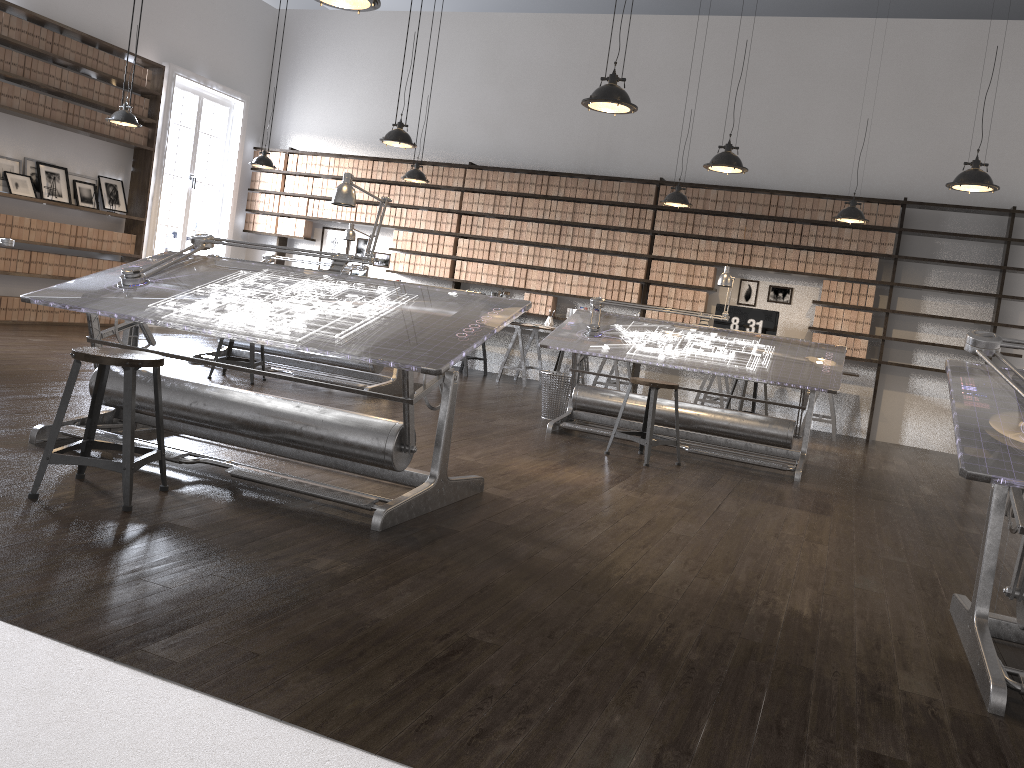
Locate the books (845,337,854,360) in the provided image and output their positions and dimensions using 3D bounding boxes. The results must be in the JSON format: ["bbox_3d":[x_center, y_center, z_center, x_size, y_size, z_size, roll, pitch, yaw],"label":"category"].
[{"bbox_3d":[3.462,-0.362,9.091,0.067,0.225,0.174,9,4,21],"label":"books"}]

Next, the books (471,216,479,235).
[{"bbox_3d":[-0.412,-1.878,10.593,0.067,0.225,0.174,9,4,20],"label":"books"}]

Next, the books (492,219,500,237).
[{"bbox_3d":[-0.155,-1.832,10.487,0.067,0.225,0.174,9,4,20],"label":"books"}]

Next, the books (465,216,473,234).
[{"bbox_3d":[-0.483,-1.890,10.615,0.067,0.225,0.174,9,4,21],"label":"books"}]

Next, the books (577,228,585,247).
[{"bbox_3d":[0.814,-1.662,10.121,0.067,0.225,0.174,9,4,20],"label":"books"}]

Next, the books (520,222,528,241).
[{"bbox_3d":[0.163,-1.777,10.372,0.067,0.225,0.174,9,4,21],"label":"books"}]

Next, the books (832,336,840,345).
[{"bbox_3d":[3.335,-0.384,9.137,0.067,0.225,0.174,9,4,21],"label":"books"}]

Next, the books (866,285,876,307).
[{"bbox_3d":[3.654,-0.887,9.023,0.067,0.225,0.174,9,4,21],"label":"books"}]

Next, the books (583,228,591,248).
[{"bbox_3d":[0.874,-1.651,10.091,0.067,0.225,0.174,9,4,21],"label":"books"}]

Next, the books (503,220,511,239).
[{"bbox_3d":[-0.035,-1.811,10.444,0.067,0.225,0.174,9,4,21],"label":"books"}]

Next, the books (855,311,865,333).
[{"bbox_3d":[3.557,-0.626,9.056,0.067,0.225,0.174,9,4,21],"label":"books"}]

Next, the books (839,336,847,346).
[{"bbox_3d":[3.395,-0.374,9.112,0.067,0.225,0.174,9,4,20],"label":"books"}]

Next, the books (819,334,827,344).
[{"bbox_3d":[3.214,-0.405,9.181,0.067,0.225,0.174,9,4,20],"label":"books"}]

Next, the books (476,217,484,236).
[{"bbox_3d":[-0.348,-1.867,10.563,0.067,0.225,0.174,9,4,20],"label":"books"}]

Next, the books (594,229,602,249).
[{"bbox_3d":[0.995,-1.630,10.048,0.067,0.225,0.174,9,4,20],"label":"books"}]

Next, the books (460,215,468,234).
[{"bbox_3d":[-0.550,-1.902,10.646,0.067,0.225,0.174,9,4,20],"label":"books"}]

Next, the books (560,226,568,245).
[{"bbox_3d":[0.618,-1.697,10.197,0.067,0.225,0.174,9,4,21],"label":"books"}]

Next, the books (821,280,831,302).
[{"bbox_3d":[3.251,-0.958,9.180,0.067,0.225,0.174,9,4,21],"label":"books"}]

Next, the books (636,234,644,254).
[{"bbox_3d":[1.443,-1.551,9.877,0.067,0.225,0.174,9,4,21],"label":"books"}]

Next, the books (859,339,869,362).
[{"bbox_3d":[3.584,-0.340,9.038,0.067,0.225,0.174,9,4,21],"label":"books"}]

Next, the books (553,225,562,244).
[{"bbox_3d":[0.546,-1.709,10.218,0.067,0.225,0.174,9,4,20],"label":"books"}]

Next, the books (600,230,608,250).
[{"bbox_3d":[1.061,-1.618,10.021,0.067,0.225,0.174,9,4,21],"label":"books"}]

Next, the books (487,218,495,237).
[{"bbox_3d":[-0.216,-1.844,10.517,0.067,0.225,0.174,9,4,21],"label":"books"}]

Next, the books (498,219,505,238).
[{"bbox_3d":[-0.092,-1.822,10.468,0.067,0.225,0.174,9,4,21],"label":"books"}]

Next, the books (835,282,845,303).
[{"bbox_3d":[3.380,-0.935,9.126,0.067,0.225,0.174,9,4,20],"label":"books"}]

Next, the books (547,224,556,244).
[{"bbox_3d":[0.480,-1.721,10.250,0.067,0.225,0.174,9,4,21],"label":"books"}]

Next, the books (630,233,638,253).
[{"bbox_3d":[1.383,-1.561,9.895,0.067,0.225,0.174,9,4,20],"label":"books"}]

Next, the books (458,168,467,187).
[{"bbox_3d":[-0.576,-2.465,10.656,0.067,0.225,0.174,9,4,21],"label":"books"}]

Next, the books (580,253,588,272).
[{"bbox_3d":[0.843,-1.377,10.107,0.067,0.225,0.174,9,4,20],"label":"books"}]

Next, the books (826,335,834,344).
[{"bbox_3d":[3.277,-0.395,9.161,0.067,0.225,0.174,9,4,21],"label":"books"}]

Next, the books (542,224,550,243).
[{"bbox_3d":[0.419,-1.732,10.271,0.067,0.225,0.174,9,4,20],"label":"books"}]

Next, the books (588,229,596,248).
[{"bbox_3d":[0.937,-1.640,10.072,0.067,0.225,0.174,9,4,20],"label":"books"}]

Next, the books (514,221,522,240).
[{"bbox_3d":[0.098,-1.788,10.395,0.067,0.225,0.174,9,4,21],"label":"books"}]

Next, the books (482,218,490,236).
[{"bbox_3d":[-0.281,-1.855,10.542,0.067,0.225,0.174,9,4,21],"label":"books"}]

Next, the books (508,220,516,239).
[{"bbox_3d":[0.032,-1.800,10.417,0.067,0.225,0.174,9,4,20],"label":"books"}]

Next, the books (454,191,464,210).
[{"bbox_3d":[-0.621,-2.193,10.671,0.067,0.225,0.174,9,4,20],"label":"books"}]

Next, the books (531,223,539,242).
[{"bbox_3d":[0.292,-1.754,10.315,0.067,0.225,0.174,9,4,20],"label":"books"}]

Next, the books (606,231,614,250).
[{"bbox_3d":[1.128,-1.607,9.999,0.067,0.225,0.174,9,4,20],"label":"books"}]

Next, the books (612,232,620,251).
[{"bbox_3d":[1.193,-1.595,9.976,0.067,0.225,0.174,9,4,20],"label":"books"}]

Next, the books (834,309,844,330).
[{"bbox_3d":[3.370,-0.659,9.127,0.067,0.225,0.174,9,4,21],"label":"books"}]

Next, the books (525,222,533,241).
[{"bbox_3d":[0.226,-1.765,10.344,0.067,0.225,0.174,9,4,20],"label":"books"}]

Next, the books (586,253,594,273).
[{"bbox_3d":[0.907,-1.365,10.077,0.067,0.225,0.174,9,4,20],"label":"books"}]

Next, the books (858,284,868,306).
[{"bbox_3d":[3.585,-0.899,9.052,0.067,0.225,0.174,9,4,20],"label":"books"}]

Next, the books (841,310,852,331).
[{"bbox_3d":[3.436,-0.647,9.098,0.067,0.225,0.174,9,4,21],"label":"books"}]

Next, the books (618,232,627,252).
[{"bbox_3d":[1.256,-1.584,9.948,0.067,0.225,0.174,9,4,21],"label":"books"}]

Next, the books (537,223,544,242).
[{"bbox_3d":[0.358,-1.742,10.289,0.067,0.225,0.174,9,4,21],"label":"books"}]

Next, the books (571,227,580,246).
[{"bbox_3d":[0.748,-1.674,10.146,0.067,0.225,0.174,9,4,20],"label":"books"}]

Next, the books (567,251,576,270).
[{"bbox_3d":[0.705,-1.401,10.160,0.067,0.225,0.174,9,4,20],"label":"books"}]

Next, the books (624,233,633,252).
[{"bbox_3d":[1.321,-1.572,9.919,0.067,0.225,0.174,9,4,21],"label":"books"}]

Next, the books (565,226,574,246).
[{"bbox_3d":[0.682,-1.685,10.167,0.067,0.225,0.174,9,4,21],"label":"books"}]

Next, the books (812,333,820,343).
[{"bbox_3d":[3.154,-0.417,9.210,0.067,0.225,0.174,9,4,21],"label":"books"}]

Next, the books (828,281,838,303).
[{"bbox_3d":[3.316,-0.947,9.155,0.067,0.225,0.174,9,4,21],"label":"books"}]

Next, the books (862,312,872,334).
[{"bbox_3d":[3.623,-0.614,9.032,0.067,0.225,0.174,9,4,21],"label":"books"}]

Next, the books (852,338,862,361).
[{"bbox_3d":[3.527,-0.351,9.068,0.067,0.225,0.174,9,4,21],"label":"books"}]

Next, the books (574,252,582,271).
[{"bbox_3d":[0.771,-1.389,10.128,0.067,0.225,0.174,9,4,21],"label":"books"}]

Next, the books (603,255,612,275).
[{"bbox_3d":[1.099,-1.331,10.001,0.067,0.225,0.174,9,4,20],"label":"books"}]

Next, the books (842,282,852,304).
[{"bbox_3d":[3.447,-0.924,9.105,0.067,0.225,0.174,9,4,20],"label":"books"}]

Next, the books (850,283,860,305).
[{"bbox_3d":[3.515,-0.911,9.073,0.067,0.225,0.174,9,4,21],"label":"books"}]
